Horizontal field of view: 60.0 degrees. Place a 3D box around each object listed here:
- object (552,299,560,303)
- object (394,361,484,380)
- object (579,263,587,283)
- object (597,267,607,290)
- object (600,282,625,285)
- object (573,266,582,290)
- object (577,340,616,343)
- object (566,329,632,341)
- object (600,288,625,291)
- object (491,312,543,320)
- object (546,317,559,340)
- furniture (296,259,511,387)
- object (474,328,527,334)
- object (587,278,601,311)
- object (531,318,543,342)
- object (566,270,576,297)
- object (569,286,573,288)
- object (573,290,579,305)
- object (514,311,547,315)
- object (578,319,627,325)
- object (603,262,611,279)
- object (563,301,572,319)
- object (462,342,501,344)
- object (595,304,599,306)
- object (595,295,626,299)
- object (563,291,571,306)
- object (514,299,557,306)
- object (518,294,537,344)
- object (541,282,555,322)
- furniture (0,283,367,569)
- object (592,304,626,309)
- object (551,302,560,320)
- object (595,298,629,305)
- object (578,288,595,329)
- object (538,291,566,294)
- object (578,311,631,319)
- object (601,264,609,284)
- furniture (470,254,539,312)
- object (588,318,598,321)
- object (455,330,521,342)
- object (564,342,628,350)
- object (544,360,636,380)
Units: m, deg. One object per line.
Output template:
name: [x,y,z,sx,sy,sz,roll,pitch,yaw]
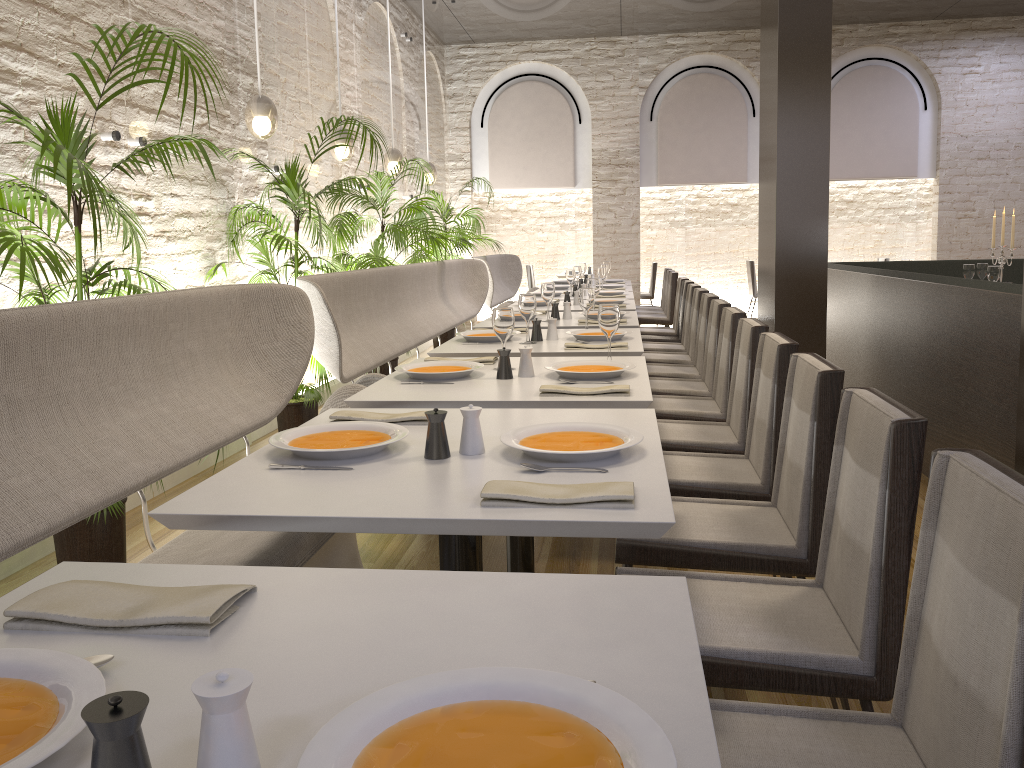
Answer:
object: [0.234,-0.651,6.957,0.273,0.033,0.143,0,9,7]
object: [-0.259,-0.045,3.177,0.322,0.036,0.322,7,12,42]
object: [0.774,-1.208,9.702,0.086,0.230,0.086,4,9,37]
object: [0.808,-0.925,7.925,0.086,0.230,0.086,4,9,37]
object: [1.076,-1.077,9.511,0.273,0.033,0.143,0,9,7]
object: [0.635,-1.028,8.592,0.086,0.230,0.086,4,9,37]
object: [0.390,-0.195,4.075,0.181,0.015,0.038,0,9,9]
object: [0.418,-0.232,4.254,0.322,0.036,0.323,-3,9,-10]
object: [0.935,-0.895,8.388,0.273,0.033,0.143,0,9,7]
object: [0.028,-0.417,5.468,0.322,0.036,0.323,-4,9,-14]
object: [0.193,-0.267,4.257,0.059,0.109,0.060,-1,7,-1]
furniture: [-0.394,-0.258,5.968,0.709,1.091,4.500,0,9,7]
object: [-0.055,-0.279,4.658,0.273,0.033,0.143,0,9,7]
object: [0.522,-0.557,5.653,0.086,0.230,0.087,-7,9,-40]
object: [0.118,-0.260,4.221,0.059,0.109,0.060,-1,7,-1]
object: [0.499,-0.852,7.511,0.086,0.230,0.086,4,9,37]
object: [0.508,-1.006,9.146,0.273,0.033,0.143,0,9,7]
object: [0.482,-0.640,6.556,0.059,0.109,0.060,-1,7,-1]
object: [0.089,-0.464,5.803,0.273,0.033,0.143,0,9,7]
object: [0.516,-0.353,5.045,0.273,0.033,0.143,0,9,7]
object: [1.083,-1.281,10.117,0.086,0.230,0.086,4,9,37]
object: [0.337,-0.453,5.402,0.059,0.109,0.060,-1,7,-1]
object: [-0.142,-0.192,4.144,0.185,0.010,0.017,0,9,7]
object: [0.679,-0.568,6.373,0.181,0.015,0.038,0,9,9]
object: [0.799,-0.719,7.301,0.273,0.033,0.143,0,9,7]
object: [0.406,-0.632,6.519,0.059,0.109,0.060,-1,7,-1]
object: [0.173,-0.604,6.621,0.322,0.036,0.323,-4,9,-14]
object: [0.073,-0.303,4.119,0.087,0.230,0.086,-6,9,-34]
object: [0.214,-0.484,5.238,0.086,0.230,0.087,-7,9,-40]
furniture: [-0.968,0.483,1.397,0.709,1.091,4.500,0,9,7]
object: [0.660,-0.540,6.199,0.273,0.033,0.143,0,9,7]
object: [0.261,-0.445,5.366,0.059,0.109,0.060,-1,7,-1]
object: [0.706,-0.605,6.552,0.322,0.036,0.323,-4,9,-14]
object: [0.382,-0.376,4.534,0.086,0.230,0.086,0,7,13]
object: [0.372,-0.830,8.059,0.273,0.033,0.143,0,9,7]
object: [0.561,-0.418,5.398,0.322,0.036,0.323,-4,9,-14]
object: [0.944,-1.101,9.006,0.086,0.230,0.086,4,9,37]
furniture: [0.062,-0.845,9.590,0.707,1.092,2.598,0,9,7]
object: [0.534,-0.381,5.219,0.181,0.015,0.038,0,9,9]
object: [-0.115,-0.231,4.324,0.322,0.036,0.323,-3,9,-10]
object: [0.372,-0.168,3.900,0.273,0.033,0.143,0,9,7]
object: [0.274,-0.046,3.108,0.322,0.036,0.322,7,12,42]
